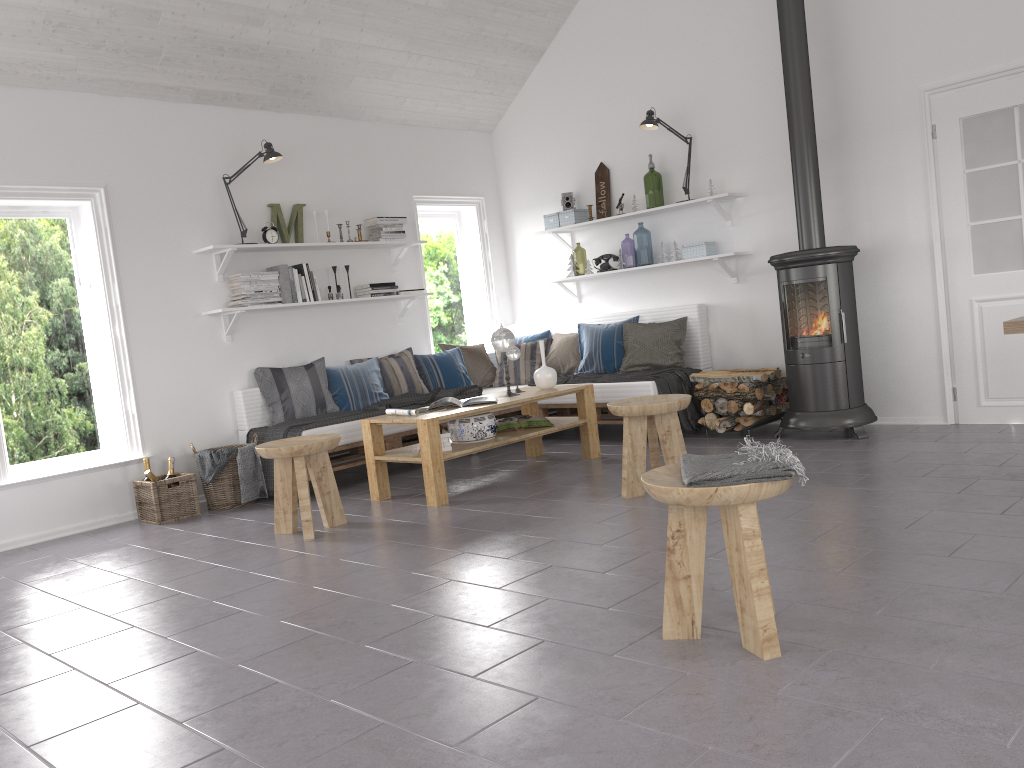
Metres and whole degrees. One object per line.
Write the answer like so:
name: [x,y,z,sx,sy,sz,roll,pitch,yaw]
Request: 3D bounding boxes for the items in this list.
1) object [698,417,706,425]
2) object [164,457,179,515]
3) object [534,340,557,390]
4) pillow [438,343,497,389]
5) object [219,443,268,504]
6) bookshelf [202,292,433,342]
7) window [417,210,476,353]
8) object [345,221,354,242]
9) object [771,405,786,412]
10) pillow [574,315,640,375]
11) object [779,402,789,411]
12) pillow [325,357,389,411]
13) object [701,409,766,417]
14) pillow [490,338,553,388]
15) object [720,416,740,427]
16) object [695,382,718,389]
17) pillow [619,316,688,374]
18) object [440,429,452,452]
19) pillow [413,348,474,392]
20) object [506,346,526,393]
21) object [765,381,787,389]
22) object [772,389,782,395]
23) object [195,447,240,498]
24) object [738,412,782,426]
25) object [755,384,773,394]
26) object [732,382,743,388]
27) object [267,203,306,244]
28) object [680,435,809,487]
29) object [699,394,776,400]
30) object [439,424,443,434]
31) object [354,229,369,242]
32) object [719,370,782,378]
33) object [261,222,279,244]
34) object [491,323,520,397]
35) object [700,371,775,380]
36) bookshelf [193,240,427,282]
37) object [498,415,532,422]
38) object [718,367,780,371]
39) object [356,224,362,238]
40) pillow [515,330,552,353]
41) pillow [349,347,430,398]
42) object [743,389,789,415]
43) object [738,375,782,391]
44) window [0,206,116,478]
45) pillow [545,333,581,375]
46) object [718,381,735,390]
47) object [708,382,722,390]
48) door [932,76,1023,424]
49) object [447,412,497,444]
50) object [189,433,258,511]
object: [1.495,0.222,6.323,0.052,0.056,0.561,-3,6,44]
object: [-2.134,0.640,5.515,0.094,0.361,0.127,-3,6,44]
object: [0.211,-0.125,5.843,0.155,0.325,0.155,-6,4,15]
pillow: [-0.322,-0.150,7.346,0.545,0.438,0.334,-10,5,-40]
object: [-1.767,0.568,5.612,0.349,0.356,0.290,-3,5,38]
bookshelf: [-1.335,-0.498,6.480,0.269,0.212,1.820,-3,6,44]
window: [-0.621,-0.713,7.789,0.052,1.655,0.685,-3,6,44]
object: [-1.201,-1.118,6.525,0.066,0.160,0.066,-4,5,31]
object: [1.637,0.168,6.190,0.562,0.063,0.095,-2,6,45]
pillow: [0.737,-0.289,6.890,0.526,0.428,0.311,-5,5,23]
object: [1.707,0.156,6.271,0.569,0.078,0.115,-2,6,45]
pillow: [-1.143,0.031,6.440,0.525,0.401,0.331,-9,5,-27]
object: [1.507,0.192,6.056,0.468,0.069,0.095,-3,6,44]
pillow: [0.078,-0.168,7.317,0.516,0.392,0.358,-6,4,13]
object: [1.620,0.223,6.130,0.097,0.056,0.562,-3,6,44]
object: [1.457,-0.014,6.234,0.467,0.061,0.098,-11,6,-44]
pillow: [1.056,-0.282,6.604,0.519,0.395,0.334,-5,5,22]
object: [-0.450,0.332,5.165,0.155,0.102,0.281,-8,4,-13]
pillow: [-0.553,-0.068,7.006,0.523,0.408,0.341,-9,5,-30]
object: [0.021,-0.107,5.855,0.109,0.329,0.109,-6,4,13]
object: [1.627,0.009,6.161,0.562,0.057,0.097,-3,6,44]
object: [1.621,0.047,6.201,0.539,0.070,0.101,-2,6,45]
object: [-1.805,0.559,5.565,0.303,0.332,0.367,-7,4,0]
object: [1.705,0.227,6.047,0.096,0.060,0.467,-3,6,44]
object: [1.530,0.047,6.109,0.538,0.082,0.099,-3,6,44]
object: [1.629,-0.019,6.057,0.044,0.034,0.425,-3,6,44]
object: [-1.614,-1.134,6.362,0.052,0.311,0.330,-3,6,44]
object: [0.645,0.227,2.520,0.348,0.120,0.462,-6,4,15]
object: [1.533,0.086,6.072,0.562,0.063,0.095,-2,6,45]
object: [-0.459,0.307,5.229,0.090,0.139,0.182,-6,4,9]
object: [-1.134,-1.101,6.602,0.124,0.100,0.124,-8,5,-23]
object: [1.609,-0.069,6.170,0.541,0.070,0.101,-2,6,45]
object: [-1.673,-1.036,6.134,0.050,0.165,0.120,-3,6,44]
object: [-0.042,-0.155,5.661,0.155,0.468,0.155,-5,5,23]
object: [1.530,-0.059,6.102,0.562,0.074,0.095,-2,6,45]
bookshelf: [-1.382,-0.904,6.450,0.269,0.212,1.820,-3,6,44]
object: [0.027,0.220,5.690,0.176,0.029,0.195,-10,5,-35]
object: [1.661,-0.079,6.236,0.467,0.063,0.095,-3,6,44]
object: [-1.146,-1.134,6.696,0.055,0.153,0.055,-6,4,12]
pillow: [0.125,-0.234,7.604,0.534,0.437,0.287,-5,4,17]
pillow: [-0.904,-0.040,6.731,0.546,0.438,0.316,-9,5,-33]
object: [1.732,0.110,6.021,0.520,0.142,0.118,-10,6,-42]
object: [1.685,-0.022,6.015,0.466,0.088,0.098,-11,6,-44]
window: [-2.876,-0.277,5.412,0.117,1.655,0.685,-3,6,44]
pillow: [0.458,-0.225,7.186,0.521,0.381,0.366,-3,6,41]
object: [1.586,-0.019,6.117,0.096,0.068,0.467,-3,6,44]
object: [1.521,-0.016,6.180,0.467,0.060,0.098,-10,6,-42]
door: [2.980,-0.752,5.160,0.902,2.013,0.101,-3,6,44]
object: [-0.241,0.265,5.398,0.302,0.161,0.302,-3,5,40]
object: [-1.804,0.558,5.637,0.393,0.432,0.393,-4,5,31]
